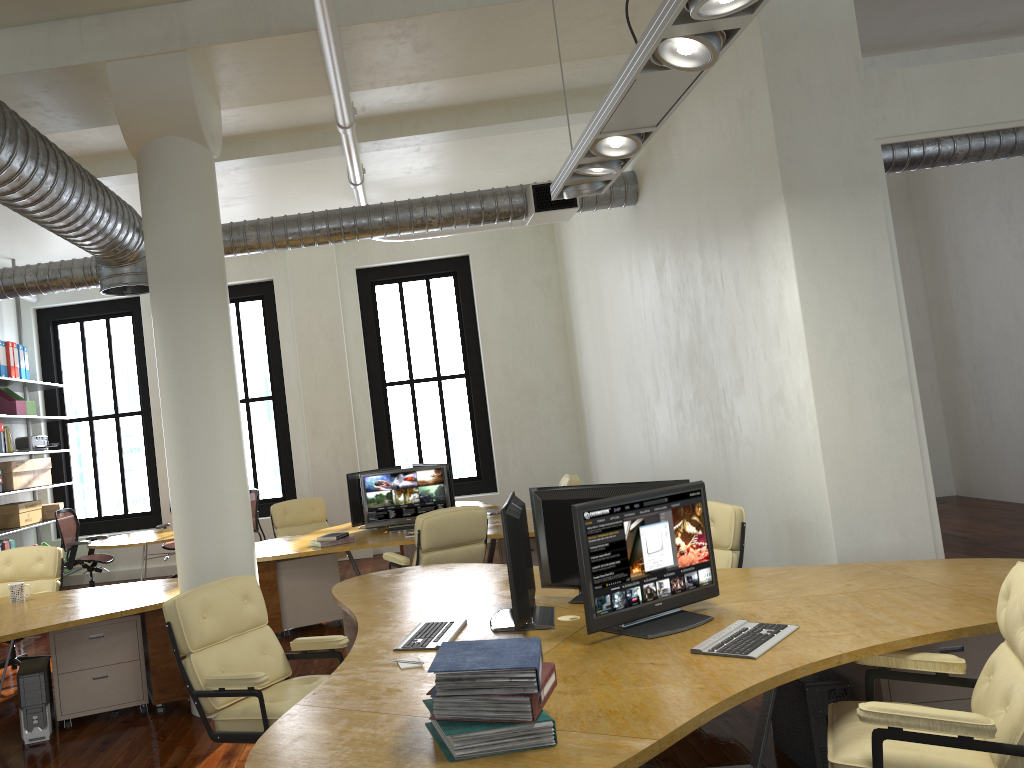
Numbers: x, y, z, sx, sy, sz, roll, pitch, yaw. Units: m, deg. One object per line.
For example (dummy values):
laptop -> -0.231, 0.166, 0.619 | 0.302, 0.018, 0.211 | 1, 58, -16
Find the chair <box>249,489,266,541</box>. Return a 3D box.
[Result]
chair -> -6.033, 2.079, 8.541 | 7.259, 1.159, 1.026 | -5, -3, -31

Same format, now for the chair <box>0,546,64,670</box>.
chair -> -4.082, 1.881, 7.238 | 0.744, 1.022, 0.751 | -7, -3, 8

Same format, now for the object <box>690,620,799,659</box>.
object -> 0.875, 0.948, 3.313 | 0.252, 0.016, 0.429 | -8, -3, 38

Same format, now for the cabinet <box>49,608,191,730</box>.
cabinet -> -2.678, 1.840, 6.064 | 0.831, 0.710, 0.945 | -5, -3, -24

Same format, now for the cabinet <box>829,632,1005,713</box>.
cabinet -> 1.888, 1.250, 3.821 | 0.895, 0.710, 0.881 | -7, -3, -1

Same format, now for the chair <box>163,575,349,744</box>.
chair -> -1.136, 1.442, 4.177 | 0.849, 1.022, 0.654 | -8, -3, 29

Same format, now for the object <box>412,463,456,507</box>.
object -> -0.760, 1.052, 8.671 | 0.269, 0.553, 0.869 | -5, -3, -29

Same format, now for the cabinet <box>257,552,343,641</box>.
cabinet -> -2.054, 1.837, 7.914 | 0.825, 0.710, 0.950 | -5, -3, -27

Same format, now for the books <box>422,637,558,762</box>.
books -> -0.085, 0.927, 2.649 | 0.432, 0.227, 0.440 | -7, -2, 9

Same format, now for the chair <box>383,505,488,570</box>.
chair -> -0.594, 1.485, 7.057 | 0.657, 1.022, 0.846 | -5, -3, -32

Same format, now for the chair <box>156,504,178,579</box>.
chair -> -4.145, 1.966, 11.302 | 0.751, 1.159, 0.734 | -7, -3, 7

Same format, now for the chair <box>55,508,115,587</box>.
chair -> -5.009, 2.036, 10.540 | 0.775, 1.159, 0.712 | -7, -3, 3

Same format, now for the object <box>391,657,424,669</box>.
object -> -0.413, 1.101, 3.510 | 0.107, 0.015, 0.139 | -6, -2, -14

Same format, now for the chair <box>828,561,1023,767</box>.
chair -> 1.395, 1.112, 2.832 | 0.842, 1.022, 0.661 | -8, -3, 24

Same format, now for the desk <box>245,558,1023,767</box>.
desk -> 0.207, 1.436, 4.298 | 3.573, 0.735, 3.793 | -5, -2, -31

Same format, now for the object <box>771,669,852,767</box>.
object -> 1.321, 1.468, 3.955 | 0.180, 0.411, 0.480 | -7, -3, -6

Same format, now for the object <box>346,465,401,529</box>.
object -> -1.331, 1.118, 8.735 | 0.320, 0.553, 0.730 | -9, -4, 38

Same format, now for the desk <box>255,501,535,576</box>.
desk -> -0.824, 1.712, 8.787 | 3.988, 0.735, 3.418 | -7, -2, 5

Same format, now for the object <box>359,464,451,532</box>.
object -> -0.975, 1.058, 8.171 | 0.802, 0.553, 0.292 | -6, -3, -2

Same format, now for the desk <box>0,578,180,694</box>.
desk -> -4.294, 1.996, 5.900 | 3.848, 0.735, 3.512 | -8, -3, 37

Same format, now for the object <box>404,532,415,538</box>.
object -> -0.673, 1.275, 7.604 | 0.496, 0.016, 0.219 | -7, -2, 12

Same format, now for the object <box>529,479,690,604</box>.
object -> 0.486, 0.756, 4.277 | 0.885, 0.553, 0.264 | -8, -3, 35

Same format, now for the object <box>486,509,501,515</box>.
object -> -0.221, 1.267, 8.819 | 0.215, 0.016, 0.506 | -5, -2, -24

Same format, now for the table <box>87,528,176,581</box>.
table -> -4.165, 2.141, 10.353 | 1.603, 0.745, 1.362 | -8, -3, 25

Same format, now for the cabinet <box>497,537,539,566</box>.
cabinet -> 0.458, 1.541, 7.482 | 0.974, 0.710, 0.802 | -8, -3, 34

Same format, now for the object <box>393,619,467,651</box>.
object -> -0.356, 1.108, 3.927 | 0.241, 0.016, 0.452 | -7, -2, 10

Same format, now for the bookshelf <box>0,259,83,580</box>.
bookshelf -> -6.242, 0.608, 10.694 | 0.653, 4.608, 3.610 | -7, -3, -7

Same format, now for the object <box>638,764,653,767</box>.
object -> 0.268, 1.556, 3.120 | 0.523, 0.411, 0.164 | -8, -3, 30

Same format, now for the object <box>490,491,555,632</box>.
object -> 0.013, 0.800, 4.052 | 0.300, 0.553, 0.781 | -7, -2, 4

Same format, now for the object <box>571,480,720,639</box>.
object -> 0.578, 0.724, 3.687 | 0.736, 0.553, 0.318 | -5, -4, -35

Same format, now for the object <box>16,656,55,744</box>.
object -> -3.052, 2.019, 5.691 | 0.169, 0.411, 0.510 | -5, -3, -25

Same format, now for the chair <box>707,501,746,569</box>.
chair -> 0.962, 1.250, 5.351 | 0.716, 1.022, 0.777 | -5, -3, -32

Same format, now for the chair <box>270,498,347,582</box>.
chair -> -2.152, 1.745, 9.468 | 0.665, 1.022, 0.838 | -5, -3, -27

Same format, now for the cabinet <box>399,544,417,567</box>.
cabinet -> -0.834, 1.768, 9.811 | 0.906, 0.710, 0.870 | -7, -3, 4

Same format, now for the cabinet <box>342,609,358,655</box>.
cabinet -> -0.406, 1.557, 5.244 | 0.812, 0.710, 0.964 | -5, -3, -32

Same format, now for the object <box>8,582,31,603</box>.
object -> -3.536, 1.494, 6.363 | 0.119, 0.131, 0.128 | -9, -3, 39

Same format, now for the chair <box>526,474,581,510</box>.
chair -> 0.330, 1.449, 8.936 | 0.798, 1.022, 0.701 | -7, -3, 4
